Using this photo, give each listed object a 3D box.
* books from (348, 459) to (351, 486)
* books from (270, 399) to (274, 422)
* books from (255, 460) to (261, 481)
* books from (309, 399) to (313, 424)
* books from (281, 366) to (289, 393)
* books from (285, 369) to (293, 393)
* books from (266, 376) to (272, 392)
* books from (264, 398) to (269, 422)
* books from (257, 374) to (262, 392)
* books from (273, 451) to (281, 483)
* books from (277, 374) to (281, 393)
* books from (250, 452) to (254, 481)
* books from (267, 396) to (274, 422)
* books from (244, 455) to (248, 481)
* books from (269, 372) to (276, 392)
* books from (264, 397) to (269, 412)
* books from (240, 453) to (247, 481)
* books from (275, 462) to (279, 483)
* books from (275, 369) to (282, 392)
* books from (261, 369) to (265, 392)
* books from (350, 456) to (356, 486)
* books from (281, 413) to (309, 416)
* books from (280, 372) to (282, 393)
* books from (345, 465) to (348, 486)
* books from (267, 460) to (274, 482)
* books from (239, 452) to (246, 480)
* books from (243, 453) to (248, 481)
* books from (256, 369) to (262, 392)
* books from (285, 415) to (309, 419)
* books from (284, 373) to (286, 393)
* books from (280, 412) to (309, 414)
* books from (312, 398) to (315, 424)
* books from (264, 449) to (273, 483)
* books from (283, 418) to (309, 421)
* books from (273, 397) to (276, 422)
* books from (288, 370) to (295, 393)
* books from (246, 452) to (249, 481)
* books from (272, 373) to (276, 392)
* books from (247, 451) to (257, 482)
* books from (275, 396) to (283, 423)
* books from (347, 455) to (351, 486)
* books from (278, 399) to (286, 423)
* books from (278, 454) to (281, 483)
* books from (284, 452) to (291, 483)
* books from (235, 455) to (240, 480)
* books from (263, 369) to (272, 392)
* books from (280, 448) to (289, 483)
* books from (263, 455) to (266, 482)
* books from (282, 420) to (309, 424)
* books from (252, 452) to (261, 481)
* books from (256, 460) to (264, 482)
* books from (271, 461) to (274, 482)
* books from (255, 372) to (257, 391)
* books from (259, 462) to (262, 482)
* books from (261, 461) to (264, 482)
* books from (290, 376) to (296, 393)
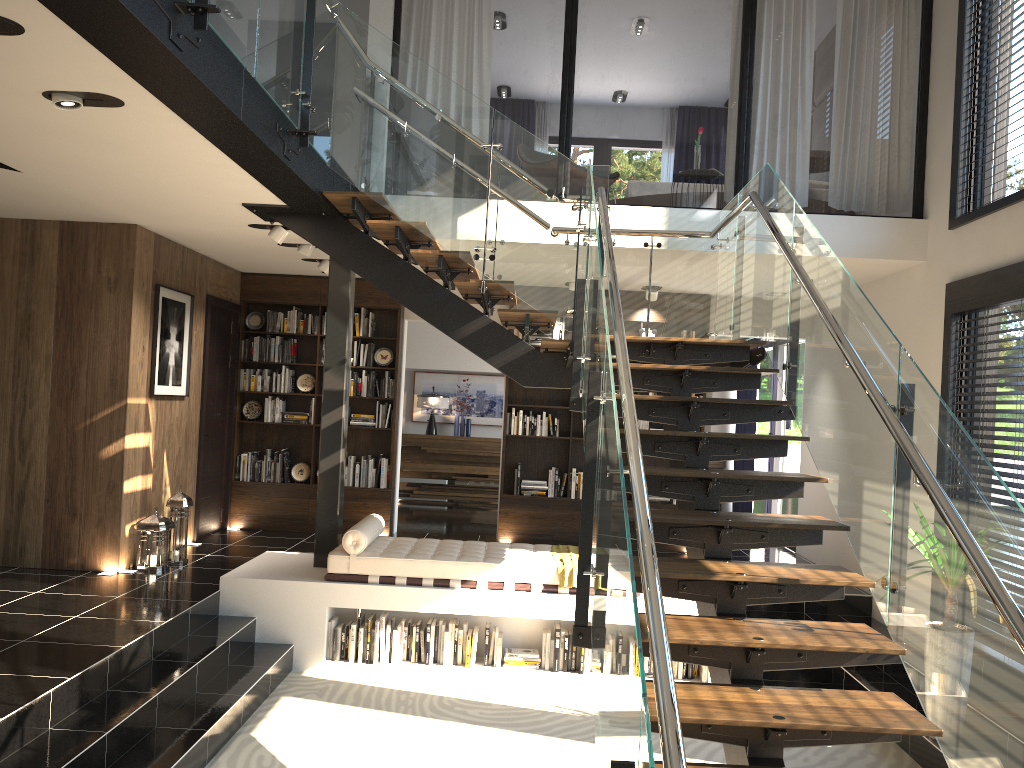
[{"bbox_3d":[-1.702,0.933,9.395,0.019,0.289,0.145,3,-1,1],"label":"books"},{"bbox_3d":[-2.530,0.283,9.421,0.032,0.245,0.120,3,-1,1],"label":"books"},{"bbox_3d":[-2.692,0.923,9.442,0.035,0.212,0.159,3,-1,1],"label":"books"},{"bbox_3d":[-2.112,0.295,9.406,0.032,0.261,0.157,3,-1,1],"label":"books"},{"bbox_3d":[-2.403,-0.049,9.404,0.018,0.284,0.198,3,-1,1],"label":"books"},{"bbox_3d":[-2.366,-0.035,9.406,0.021,0.260,0.197,3,-1,1],"label":"books"},{"bbox_3d":[-2.569,0.002,9.419,0.026,0.167,0.173,3,-1,1],"label":"books"},{"bbox_3d":[-2.578,0.273,9.386,0.026,0.257,0.192,3,-1,1],"label":"books"},{"bbox_3d":[-2.661,-0.010,9.414,0.035,0.180,0.165,3,-1,1],"label":"books"},{"bbox_3d":[-2.485,0.877,9.396,0.016,0.322,0.219,3,-1,1],"label":"books"},{"bbox_3d":[-2.454,-0.006,9.405,0.025,0.193,0.172,3,-1,1],"label":"books"},{"bbox_3d":[-2.736,0.875,9.429,0.018,0.301,0.195,3,-1,1],"label":"books"},{"bbox_3d":[-2.555,0.266,9.396,0.018,0.275,0.144,3,-1,1],"label":"books"},{"bbox_3d":[-2.788,0.888,9.397,0.022,0.269,0.216,3,-1,1],"label":"books"},{"bbox_3d":[-2.528,-0.021,9.426,0.053,0.216,0.151,3,-1,1],"label":"books"},{"bbox_3d":[-2.600,0.270,9.422,0.020,0.264,0.152,3,-1,1],"label":"books"},{"bbox_3d":[-2.835,0.880,9.412,0.014,0.282,0.232,3,-1,1],"label":"books"},{"bbox_3d":[-2.463,0.936,9.415,0.033,0.208,0.192,3,-1,1],"label":"books"},{"bbox_3d":[-2.475,-0.032,9.417,0.020,0.243,0.154,3,-1,1],"label":"books"},{"bbox_3d":[-2.624,-0.035,9.428,0.036,0.235,0.170,3,-1,1],"label":"books"},{"bbox_3d":[-1.682,0.918,9.379,0.019,0.321,0.161,3,-1,1],"label":"books"},{"bbox_3d":[-2.281,0.323,9.399,0.293,0.016,0.174,3,-1,0],"label":"books"},{"bbox_3d":[-2.427,-0.014,9.428,0.027,0.214,0.159,3,-1,1],"label":"books"},{"bbox_3d":[-1.749,0.968,9.395,0.034,0.215,0.104,3,-1,1],"label":"books"},{"bbox_3d":[-2.548,0.924,9.418,0.034,0.223,0.209,3,-1,1],"label":"books"},{"bbox_3d":[-2.857,0.876,9.445,0.032,0.288,0.180,3,-1,1],"label":"books"},{"bbox_3d":[-2.813,0.881,9.429,0.030,0.282,0.170,3,-1,1],"label":"books"},{"bbox_3d":[-2.686,-0.038,9.443,0.019,0.236,0.139,3,-1,1],"label":"books"},{"bbox_3d":[-2.281,0.348,9.411,0.244,0.033,0.142,3,-1,-3],"label":"books"},{"bbox_3d":[-2.386,-0.011,9.418,0.018,0.210,0.157,3,-1,1],"label":"books"},{"bbox_3d":[-2.279,0.308,9.392,0.292,0.013,0.187,3,-1,4],"label":"books"},{"bbox_3d":[-2.087,0.284,9.381,0.018,0.286,0.157,3,-1,1],"label":"books"},{"bbox_3d":[-2.571,0.863,9.380,0.016,0.341,0.217,3,-1,1],"label":"books"},{"bbox_3d":[-2.282,0.375,9.411,0.266,0.021,0.152,3,-1,0],"label":"books"},{"bbox_3d":[-2.502,0.274,9.414,0.024,0.265,0.148,3,-1,1],"label":"books"},{"bbox_3d":[-2.343,-0.025,9.427,0.023,0.244,0.133,3,-1,1],"label":"books"},{"bbox_3d":[-2.768,0.872,9.402,0.016,0.304,0.217,3,-1,1],"label":"books"},{"bbox_3d":[-2.494,-0.014,9.390,0.016,0.205,0.204,3,-1,1],"label":"books"},{"bbox_3d":[-2.753,0.872,9.396,0.015,0.306,0.222,3,-1,1],"label":"books"},{"bbox_3d":[-2.474,0.268,9.406,0.032,0.279,0.133,3,-1,1],"label":"books"},{"bbox_3d":[-1.720,0.918,9.394,0.019,0.317,0.122,3,-1,1],"label":"books"},{"bbox_3d":[-2.443,0.283,9.423,0.030,0.253,0.138,3,-1,1],"label":"books"},{"bbox_3d":[-2.431,0.889,9.396,0.027,0.304,0.204,3,-1,1],"label":"books"},{"bbox_3d":[-2.378,0.886,9.394,0.042,0.315,0.193,3,-1,1],"label":"books"},{"bbox_3d":[-2.890,0.888,9.438,0.032,0.261,0.194,3,-1,1],"label":"books"},{"bbox_3d":[-2.593,-0.035,9.407,0.026,0.237,0.164,3,-1,1],"label":"books"},{"bbox_3d":[-2.408,0.863,9.372,0.019,0.356,0.235,3,-1,1],"label":"books"},{"bbox_3d":[-2.589,0.892,9.398,0.017,0.282,0.232,3,-1,1],"label":"books"},{"bbox_3d":[-2.284,0.401,9.408,0.262,0.032,0.154,3,-1,3],"label":"books"},{"bbox_3d":[-2.717,0.875,9.422,0.020,0.304,0.189,3,-1,1],"label":"books"},{"bbox_3d":[-2.665,0.921,9.394,0.021,0.217,0.220,3,-1,1],"label":"books"},{"bbox_3d":[-2.513,0.926,9.416,0.036,0.222,0.173,3,-1,1],"label":"books"},{"bbox_3d":[-2.705,-0.025,9.450,0.018,0.208,0.126,3,-1,1],"label":"books"},{"bbox_3d":[-2.639,0.928,9.420,0.029,0.206,0.167,3,-1,1],"label":"books"},{"bbox_3d":[-2.612,0.921,9.410,0.026,0.222,0.209,3,-1,1],"label":"books"},{"bbox_3d":[-2.326,0.007,9.416,0.015,0.181,0.136,3,-1,1],"label":"books"}]
